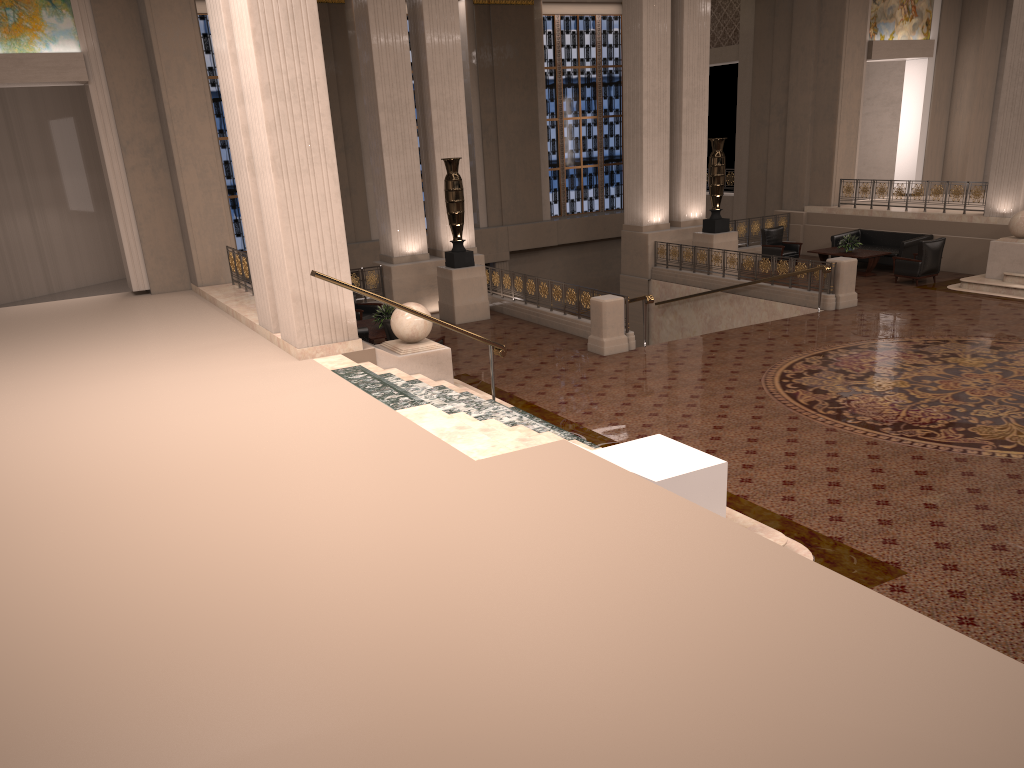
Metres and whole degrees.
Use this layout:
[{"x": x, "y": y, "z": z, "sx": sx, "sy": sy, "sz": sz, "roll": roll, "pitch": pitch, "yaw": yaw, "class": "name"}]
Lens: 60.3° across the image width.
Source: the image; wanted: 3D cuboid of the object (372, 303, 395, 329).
[{"x": -1.954, "y": -1.079, "z": 13.718, "sx": 0.502, "sy": 0.391, "sz": 0.506, "roll": -2, "pitch": 18, "yaw": 4, "class": "object"}]

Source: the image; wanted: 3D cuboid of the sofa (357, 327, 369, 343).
[{"x": -2.886, "y": -0.657, "z": 13.480, "sx": 0.865, "sy": 0.734, "sz": 1.874, "roll": -13, "pitch": 19, "yaw": -27, "class": "sofa"}]

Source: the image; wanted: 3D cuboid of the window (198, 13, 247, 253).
[{"x": -7.088, "y": -5.891, "z": 21.178, "sx": 2.956, "sy": 5.571, "sz": 0.067, "roll": -13, "pitch": 23, "yaw": -25, "class": "window"}]

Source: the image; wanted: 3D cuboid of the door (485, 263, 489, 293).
[{"x": -1.259, "y": -2.078, "z": 25.265, "sx": 1.476, "sy": 2.832, "sz": 0.151, "roll": -13, "pitch": 23, "yaw": -25, "class": "door"}]

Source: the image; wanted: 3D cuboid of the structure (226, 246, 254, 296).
[{"x": -3.690, "y": -1.540, "z": 12.792, "sx": 0.031, "sy": 0.649, "sz": 3.601, "roll": -15, "pitch": 19, "yaw": -27, "class": "structure"}]

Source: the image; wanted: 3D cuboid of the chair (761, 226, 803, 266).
[{"x": 5.973, "y": -3.044, "z": 19.597, "sx": 0.639, "sy": 0.877, "sz": 0.701, "roll": -16, "pitch": 23, "yaw": -31, "class": "chair"}]

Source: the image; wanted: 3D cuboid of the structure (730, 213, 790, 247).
[{"x": 5.573, "y": -3.559, "z": 20.681, "sx": 2.509, "sy": 0.680, "sz": 0.031, "roll": -12, "pitch": 23, "yaw": -26, "class": "structure"}]

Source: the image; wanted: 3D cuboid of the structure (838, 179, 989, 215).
[{"x": 8.418, "y": -4.007, "z": 18.748, "sx": 0.031, "sy": 0.649, "sz": 3.601, "roll": -15, "pitch": 19, "yaw": -27, "class": "structure"}]

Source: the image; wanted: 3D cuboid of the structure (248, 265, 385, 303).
[{"x": -3.552, "y": -1.699, "z": 16.192, "sx": 2.509, "sy": 0.680, "sz": 0.031, "roll": -12, "pitch": 23, "yaw": -26, "class": "structure"}]

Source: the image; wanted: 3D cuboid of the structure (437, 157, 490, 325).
[{"x": -0.950, "y": -2.551, "z": 15.731, "sx": 0.692, "sy": 2.899, "sz": 0.681, "roll": -14, "pitch": 23, "yaw": -26, "class": "structure"}]

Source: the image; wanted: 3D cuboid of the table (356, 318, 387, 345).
[{"x": -2.074, "y": -0.691, "z": 13.922, "sx": 0.830, "sy": 0.453, "sz": 1.438, "roll": -13, "pitch": 19, "yaw": -27, "class": "table"}]

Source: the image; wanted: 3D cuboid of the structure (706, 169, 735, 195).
[{"x": 5.412, "y": -5.528, "z": 24.057, "sx": 0.030, "sy": 0.694, "sz": 2.101, "roll": -15, "pitch": 20, "yaw": -27, "class": "structure"}]

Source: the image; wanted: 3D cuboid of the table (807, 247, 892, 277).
[{"x": 7.004, "y": -2.540, "z": 18.388, "sx": 0.830, "sy": 0.453, "sz": 1.438, "roll": -13, "pitch": 19, "yaw": -27, "class": "table"}]

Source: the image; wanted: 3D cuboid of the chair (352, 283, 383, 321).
[{"x": -2.706, "y": -1.274, "z": 15.324, "sx": 0.713, "sy": 0.877, "sz": 0.627, "roll": 6, "pitch": 22, "yaw": 25, "class": "chair"}]

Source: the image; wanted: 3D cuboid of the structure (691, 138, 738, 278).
[{"x": 4.231, "y": -3.606, "z": 18.280, "sx": 0.692, "sy": 2.899, "sz": 0.681, "roll": -14, "pitch": 23, "yaw": -26, "class": "structure"}]

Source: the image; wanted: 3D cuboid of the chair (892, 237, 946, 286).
[{"x": 7.767, "y": -2.354, "z": 16.837, "sx": 0.641, "sy": 0.877, "sz": 0.698, "roll": -13, "pitch": 22, "yaw": -26, "class": "chair"}]

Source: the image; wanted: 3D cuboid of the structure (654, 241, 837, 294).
[{"x": 4.277, "y": -2.301, "z": 17.019, "sx": 0.078, "sy": 0.558, "sz": 4.813, "roll": -15, "pitch": 20, "yaw": -27, "class": "structure"}]

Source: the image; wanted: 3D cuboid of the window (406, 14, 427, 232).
[{"x": -2.629, "y": -6.800, "z": 23.371, "sx": 2.956, "sy": 5.571, "sz": 0.067, "roll": -13, "pitch": 23, "yaw": -25, "class": "window"}]

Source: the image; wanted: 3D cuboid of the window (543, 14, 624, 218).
[{"x": 1.984, "y": -7.740, "z": 25.641, "sx": 2.956, "sy": 5.571, "sz": 0.067, "roll": -13, "pitch": 23, "yaw": -25, "class": "window"}]

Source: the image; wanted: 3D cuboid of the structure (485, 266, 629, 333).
[{"x": 0.578, "y": -1.548, "z": 15.199, "sx": 0.078, "sy": 0.558, "sz": 4.810, "roll": -14, "pitch": 19, "yaw": -26, "class": "structure"}]

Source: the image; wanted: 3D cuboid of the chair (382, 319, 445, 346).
[{"x": -1.367, "y": -0.540, "z": 12.506, "sx": 0.645, "sy": 0.877, "sz": 0.693, "roll": 4, "pitch": 21, "yaw": 21, "class": "chair"}]

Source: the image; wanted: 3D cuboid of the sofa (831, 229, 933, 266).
[{"x": 7.798, "y": -2.834, "z": 18.736, "sx": 0.865, "sy": 0.734, "sz": 1.874, "roll": -13, "pitch": 19, "yaw": -27, "class": "sofa"}]

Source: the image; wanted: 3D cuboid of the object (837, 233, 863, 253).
[{"x": 6.975, "y": -2.930, "z": 18.218, "sx": 0.502, "sy": 0.391, "sz": 0.506, "roll": -2, "pitch": 18, "yaw": 4, "class": "object"}]
